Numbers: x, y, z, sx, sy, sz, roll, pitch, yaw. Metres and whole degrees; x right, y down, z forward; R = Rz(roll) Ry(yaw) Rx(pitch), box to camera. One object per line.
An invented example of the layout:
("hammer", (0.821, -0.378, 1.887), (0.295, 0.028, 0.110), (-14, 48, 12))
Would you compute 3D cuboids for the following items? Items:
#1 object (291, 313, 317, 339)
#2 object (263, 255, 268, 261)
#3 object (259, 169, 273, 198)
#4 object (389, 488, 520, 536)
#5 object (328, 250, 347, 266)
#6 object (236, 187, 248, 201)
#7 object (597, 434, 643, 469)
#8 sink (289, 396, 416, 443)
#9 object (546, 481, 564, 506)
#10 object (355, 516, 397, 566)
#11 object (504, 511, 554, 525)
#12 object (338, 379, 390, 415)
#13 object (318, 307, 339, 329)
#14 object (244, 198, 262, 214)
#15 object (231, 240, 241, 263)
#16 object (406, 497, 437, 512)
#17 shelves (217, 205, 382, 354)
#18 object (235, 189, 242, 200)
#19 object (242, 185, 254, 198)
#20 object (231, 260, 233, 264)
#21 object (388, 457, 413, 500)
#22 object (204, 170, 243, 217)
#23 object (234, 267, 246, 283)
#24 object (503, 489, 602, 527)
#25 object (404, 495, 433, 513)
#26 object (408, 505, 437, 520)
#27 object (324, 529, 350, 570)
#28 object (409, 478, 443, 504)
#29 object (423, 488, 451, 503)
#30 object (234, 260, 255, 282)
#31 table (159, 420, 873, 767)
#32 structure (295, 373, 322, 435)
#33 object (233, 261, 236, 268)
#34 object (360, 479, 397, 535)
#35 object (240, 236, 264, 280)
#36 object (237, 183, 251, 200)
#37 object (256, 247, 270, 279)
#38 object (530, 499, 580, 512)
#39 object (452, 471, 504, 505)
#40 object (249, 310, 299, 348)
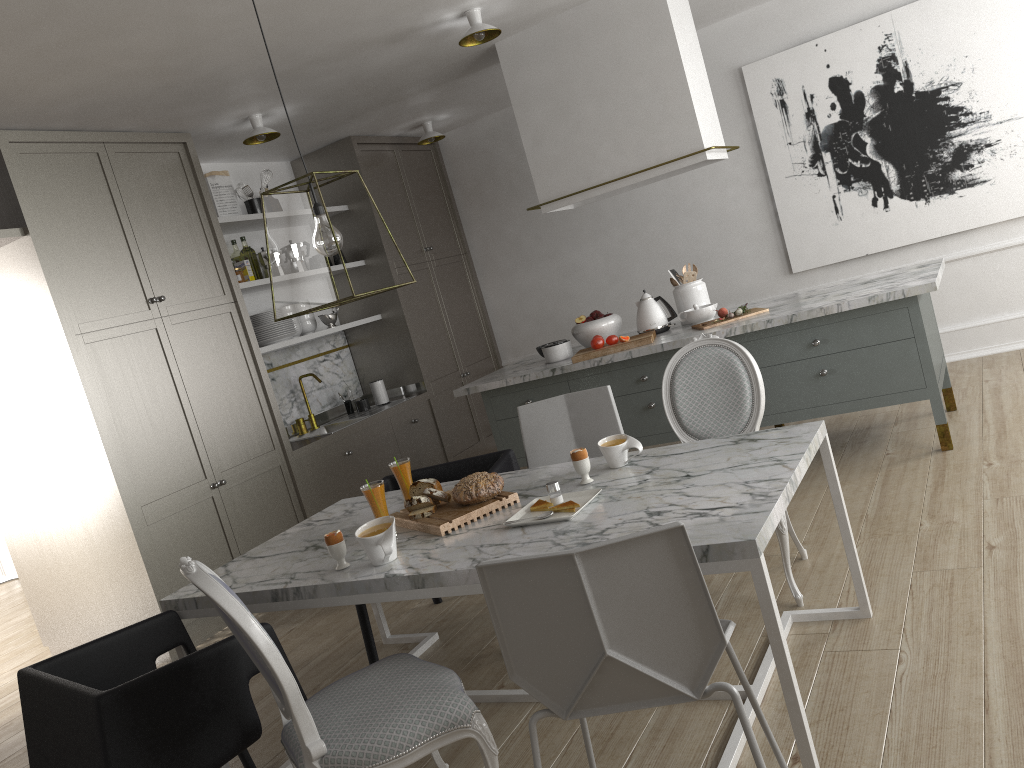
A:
("object", (-1.358, -0.400, 5.569), (0.149, 0.216, 0.309), (-14, 7, 23))
("object", (-1.390, -0.718, 5.255), (0.138, 0.167, 0.087), (-13, 7, 26))
("object", (-1.494, -1.208, 5.368), (0.070, 0.187, 0.135), (-12, 8, 33))
("object", (-0.178, 0.369, 2.619), (0.260, 0.031, 0.360), (-20, 7, -30))
("object", (-1.215, -0.791, 5.756), (0.173, 0.098, 0.264), (-11, 8, 38))
("object", (-1.611, -1.120, 5.351), (0.085, 0.148, 0.050), (-16, 6, 2))
("object", (0.327, 0.196, 2.604), (0.138, 0.085, 0.089), (-13, 7, 25))
("sink", (-0.998, 0.303, 5.537), (0.475, 0.174, 0.877), (-13, 7, 30))
("object", (0.115, 0.292, 2.378), (0.036, 0.060, 0.036), (-18, 7, -19))
("object", (-0.326, 0.411, 2.293), (0.110, 0.105, 0.170), (-21, 8, -39))
("object", (0.044, 0.348, 2.282), (0.132, 0.013, 0.032), (-16, 6, 5))
("object", (-0.975, 0.055, 5.798), (0.307, 0.229, 0.144), (-18, 7, -17))
("object", (-1.154, -0.423, 5.629), (0.102, 0.135, 0.210), (-14, 7, 22))
("object", (-1.539, -1.047, 5.326), (0.108, 0.118, 0.108), (-14, 7, 21))
("object", (-1.611, -0.716, 5.260), (0.066, 0.282, 0.066), (-14, 7, 20))
("object", (-0.269, 0.354, 2.601), (0.083, 0.055, 0.073), (-15, 6, 6))
("shelves", (-1.428, -0.618, 5.383), (0.352, 0.775, 1.339), (-13, 7, 30))
("object", (-1.595, -1.079, 5.327), (0.098, 0.199, 0.059), (-22, 8, -40))
("object", (-1.529, -1.089, 5.279), (0.039, 0.185, 0.132), (-14, 7, 21))
("object", (-1.629, -0.641, 5.147), (0.059, 0.172, 0.059), (-16, 6, 3))
("object", (-0.336, 0.310, 2.799), (0.071, 0.188, 0.071), (-21, 8, -39))
("object", (-1.713, -1.098, 5.256), (0.074, 0.327, 0.183), (-11, 8, 39))
("object", (-1.578, -0.612, 5.095), (0.078, 0.101, 0.078), (-18, 7, -14))
("object", (0.109, 0.327, 2.325), (0.212, 0.014, 0.212), (-13, 7, 30))
("object", (-0.278, 0.352, 2.628), (0.083, 0.057, 0.072), (-16, 6, 6))
("object", (-0.260, 0.375, 2.573), (0.077, 0.017, 0.068), (-15, 6, 8))
("object", (-0.466, 0.441, 2.366), (0.050, 0.101, 0.050), (-13, 7, 26))
("object", (-0.263, 0.324, 2.706), (0.086, 0.087, 0.090), (-15, 6, 7))
("object", (-0.222, 0.332, 2.625), (0.079, 0.067, 0.074), (-16, 6, 2))
("object", (-1.564, -0.649, 5.195), (0.077, 0.141, 0.044), (-13, 7, 25))
("table", (-0.004, 0.646, 2.564), (1.781, 0.583, 0.870), (-13, 7, 30))
("structure", (-1.257, 0.119, 5.452), (0.195, 0.347, 0.167), (-11, 8, 37))
("object", (-1.632, -0.647, 5.212), (0.059, 0.172, 0.059), (-20, 8, -33))
("object", (-0.381, 0.353, 2.543), (0.071, 0.188, 0.071), (-21, 8, -39))
("object", (-1.541, -0.732, 5.220), (0.089, 0.282, 0.082), (-13, 7, 25))
("object", (-1.576, -1.120, 5.259), (0.050, 0.148, 0.085), (-12, 7, 32))
("object", (-1.478, -0.734, 5.406), (0.175, 0.212, 0.111), (-19, 7, -24))
("object", (0.112, 0.322, 2.334), (0.068, 0.014, 0.197), (-20, 7, -32))
("object", (-0.099, 0.298, 2.577), (0.157, 0.075, 0.151), (-19, 7, -24))
("object", (-1.424, -0.330, 5.228), (0.300, 0.195, 0.306), (-13, 7, 26))
